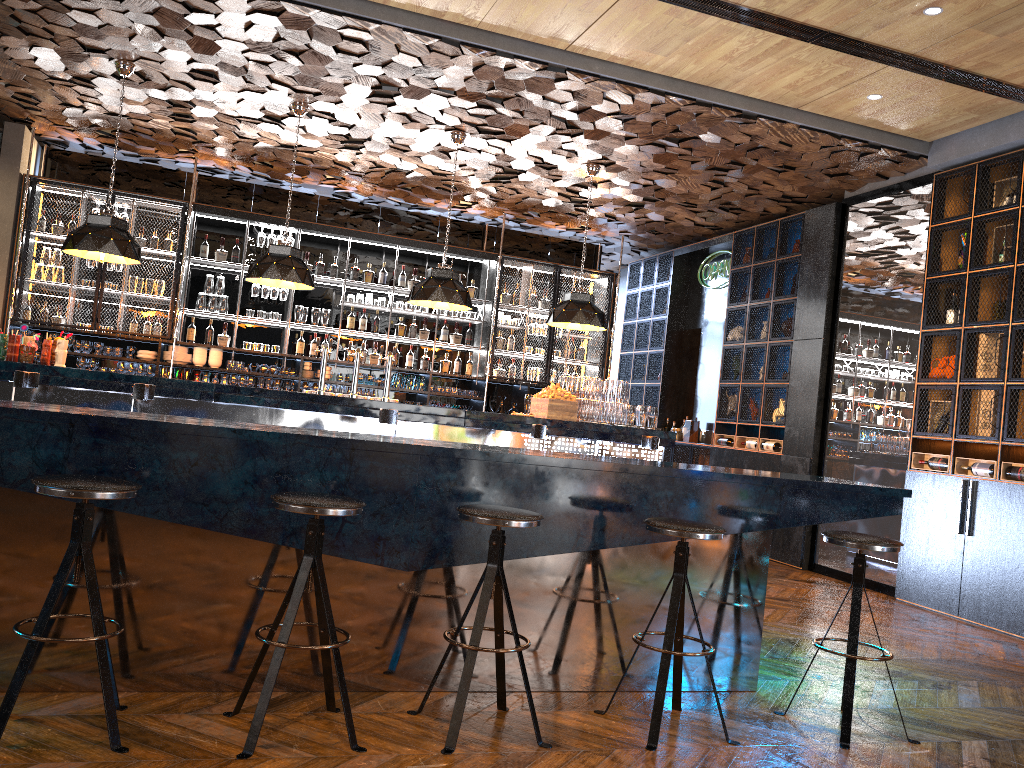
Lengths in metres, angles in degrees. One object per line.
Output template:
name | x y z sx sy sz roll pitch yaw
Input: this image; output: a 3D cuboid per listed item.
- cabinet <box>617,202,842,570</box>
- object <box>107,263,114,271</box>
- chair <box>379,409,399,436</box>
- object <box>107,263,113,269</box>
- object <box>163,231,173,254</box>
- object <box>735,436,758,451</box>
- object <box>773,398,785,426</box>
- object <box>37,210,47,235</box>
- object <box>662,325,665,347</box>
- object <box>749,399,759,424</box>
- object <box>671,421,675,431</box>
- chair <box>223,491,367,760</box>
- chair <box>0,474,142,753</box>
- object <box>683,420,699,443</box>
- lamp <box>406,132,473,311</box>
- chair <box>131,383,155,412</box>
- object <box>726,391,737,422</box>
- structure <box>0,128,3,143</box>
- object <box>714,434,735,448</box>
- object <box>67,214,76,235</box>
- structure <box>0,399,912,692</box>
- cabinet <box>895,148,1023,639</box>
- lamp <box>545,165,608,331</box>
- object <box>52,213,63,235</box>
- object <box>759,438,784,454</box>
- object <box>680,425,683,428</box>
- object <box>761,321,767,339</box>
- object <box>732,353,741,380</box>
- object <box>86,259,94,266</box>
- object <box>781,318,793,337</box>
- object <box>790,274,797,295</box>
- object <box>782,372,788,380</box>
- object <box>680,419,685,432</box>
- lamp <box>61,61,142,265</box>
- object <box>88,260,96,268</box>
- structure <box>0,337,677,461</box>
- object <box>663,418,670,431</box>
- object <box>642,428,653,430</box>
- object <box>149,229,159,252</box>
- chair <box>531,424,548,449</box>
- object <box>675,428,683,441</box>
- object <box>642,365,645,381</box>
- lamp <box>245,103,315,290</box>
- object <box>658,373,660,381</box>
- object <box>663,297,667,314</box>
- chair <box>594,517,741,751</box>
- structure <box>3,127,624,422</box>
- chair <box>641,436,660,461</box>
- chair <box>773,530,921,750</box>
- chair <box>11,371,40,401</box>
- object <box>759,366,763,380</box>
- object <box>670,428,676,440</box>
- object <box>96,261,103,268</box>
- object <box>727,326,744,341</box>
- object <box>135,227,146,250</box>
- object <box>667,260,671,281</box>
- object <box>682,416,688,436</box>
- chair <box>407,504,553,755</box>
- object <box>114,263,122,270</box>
cabinet | 2.449 0.035 10.584 0.691 3.514 4.416 7 -2 -19
object | -4.338 -1.336 9.587 0.081 0.213 0.081 7 -2 -13
chair | -1.135 0.723 6.617 0.476 1.108 0.419 6 -2 -4
object | -4.291 -1.336 9.451 0.081 0.213 0.081 7 -2 -13
object | -3.763 -1.553 9.716 0.073 0.246 0.072 6 -2 -4
object | 2.549 0.635 9.448 0.122 0.132 0.396 7 -2 -19
object | 2.822 0.283 9.084 0.164 0.303 0.341 7 -2 -14
object | -4.947 -1.705 9.339 0.075 0.260 0.075 5 -2 30
object | 2.051 -0.605 11.649 0.198 0.358 0.116 4 -3 41
object | 2.629 0.291 9.508 0.131 0.280 0.208 8 -3 -37
object | 2.032 0.591 11.181 0.065 0.237 0.065 4 -3 40
chair | -0.708 0.787 3.050 0.419 0.813 0.419 7 -2 -24
chair | -1.411 0.706 2.849 0.419 0.813 0.419 7 -2 -24
object | 2.172 0.576 10.755 0.116 0.264 0.144 7 -2 -19
lamp | -0.568 -1.482 8.010 0.582 1.564 0.607 7 -2 -19
chair | -2.409 0.569 6.073 0.476 1.108 0.419 7 -2 -19
object | 2.524 0.257 9.923 0.175 0.351 0.369 7 -2 -14
structure | -7.386 -1.190 8.467 4.269 3.734 0.705 7 -2 -19
object | 2.413 0.636 9.851 0.122 0.133 0.396 7 -2 -19
object | -4.665 -1.673 9.409 0.075 0.261 0.075 5 -2 30
structure | -0.522 0.741 3.848 4.941 0.998 0.673 7 -2 -19
cabinet | 4.272 0.035 5.271 0.691 3.514 4.416 7 -2 -19
lamp | 0.704 -1.327 8.574 0.582 1.564 0.607 7 -2 -19
object | -4.789 -1.678 9.351 0.108 0.244 0.108 7 -2 -30
object | 2.689 0.634 9.039 0.123 0.132 0.396 7 -2 -18
object | 2.248 0.592 11.249 0.229 0.294 0.165 4 -3 40
object | 2.798 -0.550 9.516 0.253 0.249 0.126 4 -3 41
object | 2.577 -0.182 9.937 0.167 0.356 0.255 7 -2 -14
object | -4.462 -1.356 9.392 0.081 0.213 0.081 7 -2 -13
object | 2.905 -0.554 9.128 0.266 0.239 0.265 8 -3 -40
object | 2.959 -1.008 9.135 0.114 0.290 0.249 7 -2 -19
object | 2.854 -0.107 9.129 0.119 0.220 0.212 7 -3 -35
object | 2.151 0.584 11.132 0.080 0.279 0.080 5 -2 30
lamp | -3.190 -1.766 7.102 0.582 1.606 0.607 7 -2 -19
object | -4.509 -1.356 9.528 0.081 0.213 0.081 7 -2 -13
structure | -1.553 0.425 7.659 6.009 1.685 1.214 7 -2 -19
object | 1.978 0.573 11.326 0.080 0.279 0.080 5 -2 30
object | 1.841 0.636 11.547 0.122 0.132 0.396 7 -2 -19
object | -3.899 -1.569 9.669 0.073 0.246 0.072 7 -2 -34
chair | -0.007 0.858 7.055 0.476 1.108 0.419 6 -2 -4
object | 2.046 0.625 10.942 0.106 0.164 0.106 7 -2 -29
object | 1.896 -0.136 12.020 0.290 0.290 0.097 5 -2 20
lamp | -1.918 -1.637 7.671 0.582 1.564 0.607 7 -2 -19
object | 2.056 -0.097 11.633 0.278 0.222 0.138 6 -2 11
object | 2.070 -1.006 11.627 0.097 0.290 0.290 7 -2 -20
chair | 0.644 0.946 3.500 0.419 0.813 0.419 7 -2 -24
structure | -1.979 -0.468 10.132 6.750 3.553 1.143 7 -2 -19
chair | 0.958 0.975 7.456 0.476 1.108 0.419 6 -2 -9
chair | 1.441 1.039 3.738 0.419 0.813 0.419 7 -2 -24
chair | -3.148 0.486 5.945 0.476 1.108 0.419 7 -2 -19
object | 2.728 -0.097 9.539 0.096 0.210 0.183 7 -2 -16
object | 2.081 0.634 11.091 0.228 0.164 0.117 7 -2 -17
object | -4.372 -1.345 9.423 0.081 0.213 0.081 7 -2 -13
object | 2.615 -0.540 9.938 0.403 0.221 0.192 4 -3 41
object | -4.029 -1.582 9.626 0.108 0.244 0.108 7 -2 -30
object | 2.112 -1.472 11.673 0.116 0.358 0.198 7 -2 -19
object | 2.167 0.559 11.037 0.086 0.313 0.086 5 -2 25
chair | -0.084 0.861 3.263 0.419 0.813 0.419 7 -2 -24
object | -4.206 -1.326 9.480 0.081 0.213 0.081 7 -2 -13
